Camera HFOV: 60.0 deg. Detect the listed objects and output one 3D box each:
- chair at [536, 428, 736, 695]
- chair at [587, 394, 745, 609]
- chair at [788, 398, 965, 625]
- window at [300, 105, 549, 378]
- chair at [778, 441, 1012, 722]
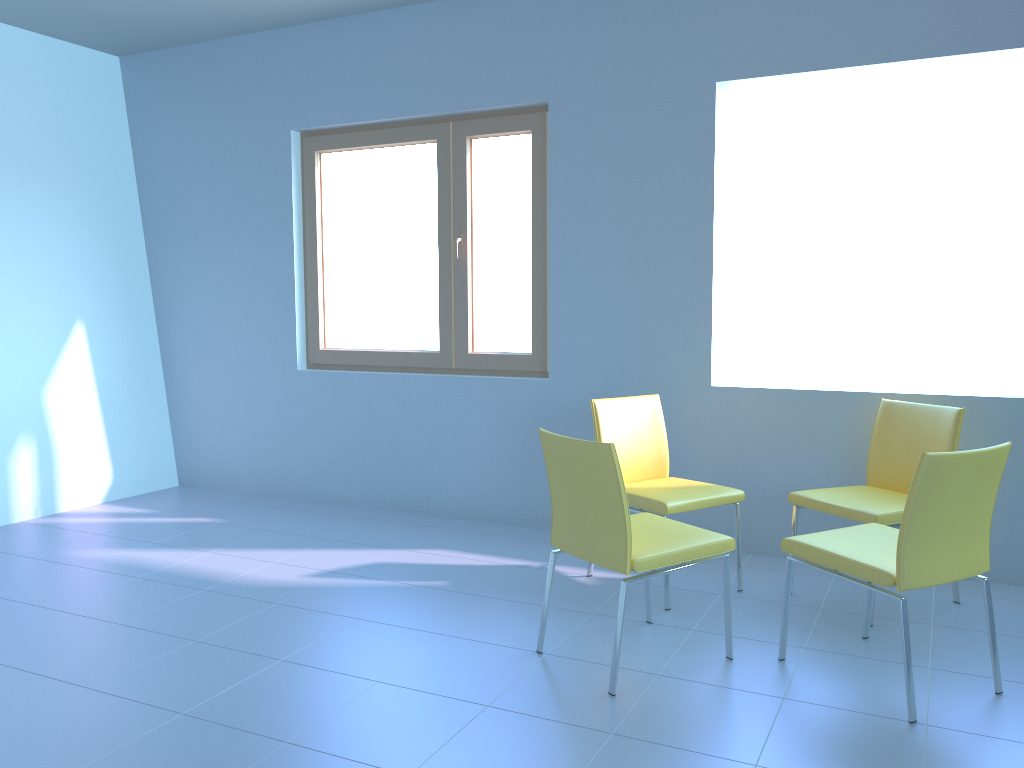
[{"bbox_3d":[0.359,0.479,2.668,0.484,0.695,0.387,-4,6,-33],"label":"chair"},{"bbox_3d":[0.567,0.412,3.366,0.387,0.695,0.484,-4,6,-33],"label":"chair"},{"bbox_3d":[1.311,0.426,3.180,0.484,0.695,0.387,-3,6,-28],"label":"chair"},{"bbox_3d":[-0.463,-0.682,4.454,1.475,1.263,0.142,2,6,26],"label":"window"},{"bbox_3d":[1.080,0.492,2.509,0.387,0.699,0.484,-3,6,-28],"label":"chair"}]
